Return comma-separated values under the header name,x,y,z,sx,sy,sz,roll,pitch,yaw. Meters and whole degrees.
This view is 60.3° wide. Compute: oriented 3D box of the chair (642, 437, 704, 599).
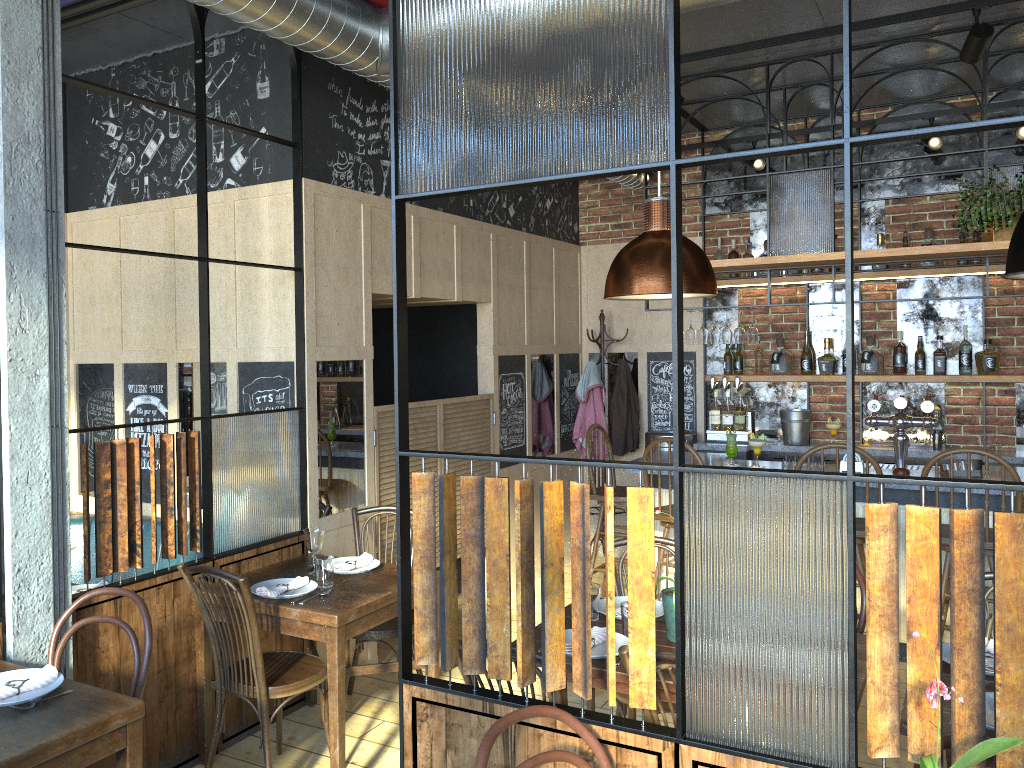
name,x,y,z,sx,sy,sz,roll,pitch,yaw
chair,0.998,0.881,4.949,0.393,1.195,0.455,-2,1,-42

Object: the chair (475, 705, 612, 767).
name,x,y,z,sx,sy,sz,roll,pitch,yaw
chair,0.206,1.158,1.678,0.418,0.920,0.575,-2,1,-39

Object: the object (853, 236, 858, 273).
name,x,y,z,sx,sy,sz,roll,pitch,yaw
object,2.358,-0.897,6.130,0.081,0.263,0.075,0,1,30

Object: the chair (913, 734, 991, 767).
name,x,y,z,sx,sy,sz,roll,pitch,yaw
chair,1.128,1.135,1.870,0.524,0.920,0.459,-2,1,-44

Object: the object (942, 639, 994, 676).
name,x,y,z,sx,sy,sz,roll,pitch,yaw
object,1.391,0.810,2.631,0.339,0.051,0.258,0,3,32

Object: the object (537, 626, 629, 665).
name,x,y,z,sx,sy,sz,roll,pitch,yaw
object,0.262,0.822,2.808,0.339,0.051,0.258,0,3,32

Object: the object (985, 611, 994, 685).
name,x,y,z,sx,sy,sz,roll,pitch,yaw
object,1.315,0.746,2.496,0.094,0.191,0.103,-2,1,-41

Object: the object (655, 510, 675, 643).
name,x,y,z,sx,sy,sz,roll,pitch,yaw
object,0.569,0.625,2.903,0.194,0.426,0.153,-1,1,-27

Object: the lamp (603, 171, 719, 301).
name,x,y,z,sx,sy,sz,roll,pitch,yaw
lamp,0.479,-0.953,2.896,0.370,1.334,0.367,-1,1,1

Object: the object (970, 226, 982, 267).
name,x,y,z,sx,sy,sz,roll,pitch,yaw
object,3.026,-0.894,5.749,0.067,0.263,0.064,-1,1,16

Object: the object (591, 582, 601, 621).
name,x,y,z,sx,sy,sz,roll,pitch,yaw
object,0.273,0.774,3.127,0.085,0.119,0.083,-1,1,5

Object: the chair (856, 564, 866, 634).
name,x,y,z,sx,sy,sz,roll,pitch,yaw
chair,1.012,1.085,3.175,0.524,0.920,0.459,-2,1,-44

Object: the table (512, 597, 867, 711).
name,x,y,z,sx,sy,sz,roll,pitch,yaw
table,0.586,1.202,2.864,1.073,0.727,0.698,0,2,29

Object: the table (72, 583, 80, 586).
name,x,y,z,sx,sy,sz,roll,pitch,yaw
table,-2.115,1.272,3.828,0.775,0.603,0.714,0,2,29

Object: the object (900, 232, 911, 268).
name,x,y,z,sx,sy,sz,roll,pitch,yaw
object,2.662,-0.897,5.960,0.068,0.263,0.063,0,1,29

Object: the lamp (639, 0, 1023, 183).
name,x,y,z,sx,sy,sz,roll,pitch,yaw
lamp,1.097,-1.509,3.303,7.527,0.274,6.012,0,3,29

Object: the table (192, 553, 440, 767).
name,x,y,z,sx,sy,sz,roll,pitch,yaw
table,-0.806,1.192,3.736,0.781,0.727,0.720,0,2,29

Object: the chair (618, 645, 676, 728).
name,x,y,z,sx,sy,sz,roll,pitch,yaw
chair,0.570,1.123,2.404,0.423,0.915,0.499,0,1,33

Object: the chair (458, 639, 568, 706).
name,x,y,z,sx,sy,sz,roll,pitch,yaw
chair,0.105,1.126,2.529,0.423,0.915,0.499,0,1,33

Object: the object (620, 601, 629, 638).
name,x,y,z,sx,sy,sz,roll,pitch,yaw
object,0.398,0.781,2.886,0.083,0.119,0.085,-1,1,-9

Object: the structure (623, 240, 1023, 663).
name,x,y,z,sx,sy,sz,roll,pitch,yaw
structure,2.071,0.351,5.444,2.436,2.173,1.670,0,2,29

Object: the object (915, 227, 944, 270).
name,x,y,z,sx,sy,sz,roll,pitch,yaw
object,2.783,-0.905,5.879,0.176,0.283,0.117,0,1,43

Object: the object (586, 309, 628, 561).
name,x,y,z,sx,sy,sz,roll,pitch,yaw
object,0.697,0.408,6.927,0.343,1.988,0.362,-2,1,-39

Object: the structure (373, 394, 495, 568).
name,x,y,z,sx,sy,sz,roll,pitch,yaw
structure,1.775,0.561,5.057,5.048,0.994,1.257,-1,2,6

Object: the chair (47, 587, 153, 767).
name,x,y,z,sx,sy,sz,roll,pitch,yaw
chair,-1.369,1.145,2.678,0.452,0.920,0.532,-1,1,20

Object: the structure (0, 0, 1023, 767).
name,x,y,z,sx,sy,sz,roll,pitch,yaw
structure,1.033,-0.139,3.813,5.977,3.324,5.907,-1,2,12

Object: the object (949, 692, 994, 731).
name,x,y,z,sx,sy,sz,roll,pitch,yaw
object,1.283,0.828,2.213,0.339,0.051,0.258,0,3,32

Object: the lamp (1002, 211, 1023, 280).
name,x,y,z,sx,sy,sz,roll,pitch,yaw
lamp,1.568,-0.951,2.263,0.554,1.326,0.504,0,1,41

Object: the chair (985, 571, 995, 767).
name,x,y,z,sx,sy,sz,roll,pitch,yaw
chair,1.604,1.093,2.731,0.422,0.915,0.500,0,1,28

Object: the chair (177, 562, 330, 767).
name,x,y,z,sx,sy,sz,roll,pitch,yaw
chair,-0.963,1.109,3.407,0.423,0.915,0.499,0,1,33

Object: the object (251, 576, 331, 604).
name,x,y,z,sx,sy,sz,roll,pitch,yaw
object,-0.899,0.813,3.528,0.339,0.051,0.258,0,3,32

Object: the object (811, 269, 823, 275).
name,x,y,z,sx,sy,sz,roll,pitch,yaw
object,2.164,-0.927,6.255,0.082,0.318,0.079,-1,1,10

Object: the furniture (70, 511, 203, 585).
name,x,y,z,sx,sy,sz,roll,pitch,yaw
furniture,-2.240,1.151,4.142,1.503,0.822,1.431,0,2,29

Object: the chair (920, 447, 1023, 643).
name,x,y,z,sx,sy,sz,roll,pitch,yaw
chair,2.235,0.887,4.268,0.454,1.195,0.394,0,1,33

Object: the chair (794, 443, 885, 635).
name,x,y,z,sx,sy,sz,roll,pitch,yaw
chair,1.701,0.884,4.577,0.450,1.195,0.398,-1,1,23

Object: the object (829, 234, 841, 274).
name,x,y,z,sx,sy,sz,roll,pitch,yaw
object,2.271,-0.910,6.202,0.079,0.283,0.073,0,1,30

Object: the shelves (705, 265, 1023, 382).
name,x,y,z,sx,sy,sz,roll,pitch,yaw
shelves,2.491,-0.403,6.276,2.207,0.745,0.580,0,2,30

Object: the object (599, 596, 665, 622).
name,x,y,z,sx,sy,sz,roll,pitch,yaw
object,0.417,0.804,3.199,0.339,0.051,0.258,0,3,32

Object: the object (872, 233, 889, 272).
name,x,y,z,sx,sy,sz,roll,pitch,yaw
object,2.520,-0.898,6.030,0.122,0.265,0.112,0,1,30

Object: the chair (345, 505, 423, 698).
name,x,y,z,sx,sy,sz,roll,pitch,yaw
chair,-0.618,1.074,4.164,0.408,0.915,0.518,-1,1,3

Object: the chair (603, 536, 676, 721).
name,x,y,z,sx,sy,sz,roll,pitch,yaw
chair,0.558,1.086,3.349,0.408,0.915,0.518,-1,1,3

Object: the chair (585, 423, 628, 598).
name,x,y,z,sx,sy,sz,roll,pitch,yaw
chair,0.705,0.857,5.696,0.429,1.195,0.418,0,1,28

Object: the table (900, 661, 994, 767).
name,x,y,z,sx,sy,sz,roll,pitch,yaw
table,1.607,1.208,2.273,1.073,0.727,0.698,0,2,29

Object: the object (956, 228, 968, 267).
name,x,y,z,sx,sy,sz,roll,pitch,yaw
object,2.957,-0.895,5.789,0.068,0.263,0.064,-1,1,23

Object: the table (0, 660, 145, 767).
name,x,y,z,sx,sy,sz,roll,pitch,yaw
table,-1.522,1.259,2.344,0.781,0.727,0.720,0,2,29
